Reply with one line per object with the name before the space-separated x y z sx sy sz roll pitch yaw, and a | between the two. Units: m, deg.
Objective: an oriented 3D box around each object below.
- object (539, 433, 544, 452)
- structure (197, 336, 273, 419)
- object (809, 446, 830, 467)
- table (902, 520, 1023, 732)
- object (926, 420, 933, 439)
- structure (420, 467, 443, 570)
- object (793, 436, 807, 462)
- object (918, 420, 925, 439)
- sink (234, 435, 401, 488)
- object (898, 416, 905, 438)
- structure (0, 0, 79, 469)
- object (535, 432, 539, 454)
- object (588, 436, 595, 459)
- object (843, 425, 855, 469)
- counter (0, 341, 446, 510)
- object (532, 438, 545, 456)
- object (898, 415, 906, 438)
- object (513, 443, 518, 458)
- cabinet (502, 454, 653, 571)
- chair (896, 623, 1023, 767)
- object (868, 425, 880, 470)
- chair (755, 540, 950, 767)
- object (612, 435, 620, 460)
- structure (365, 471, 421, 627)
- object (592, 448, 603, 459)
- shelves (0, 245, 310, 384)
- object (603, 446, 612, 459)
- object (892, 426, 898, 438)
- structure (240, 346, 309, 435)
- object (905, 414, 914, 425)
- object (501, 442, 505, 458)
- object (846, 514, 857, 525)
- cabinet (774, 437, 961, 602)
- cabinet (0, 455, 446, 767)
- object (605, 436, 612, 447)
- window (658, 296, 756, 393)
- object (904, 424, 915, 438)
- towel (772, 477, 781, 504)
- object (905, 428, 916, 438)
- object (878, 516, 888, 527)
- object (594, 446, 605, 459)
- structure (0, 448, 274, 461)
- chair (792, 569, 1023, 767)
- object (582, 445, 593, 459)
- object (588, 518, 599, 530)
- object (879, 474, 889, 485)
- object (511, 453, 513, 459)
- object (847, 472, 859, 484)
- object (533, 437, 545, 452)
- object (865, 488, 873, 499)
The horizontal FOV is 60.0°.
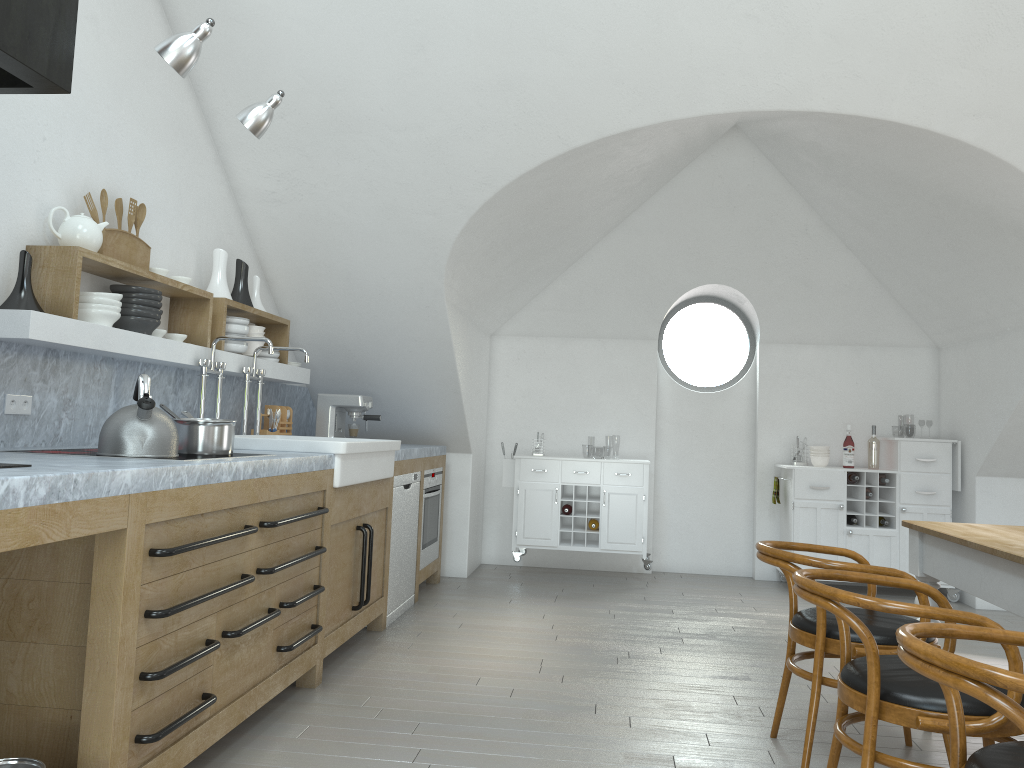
object | 0.230 0.465 6.942 0.039 0.164 0.024 1 -5 19
structure | -1.310 0.042 4.194 0.332 0.531 0.213 3 -5 -13
object | 2.327 0.549 6.703 0.154 0.160 0.157 0 -5 35
table | 1.876 0.873 1.841 1.018 0.801 3.341 2 -3 7
object | 3.134 0.345 6.656 0.046 0.143 0.046 1 -5 18
structure | -0.827 0.875 5.975 0.631 0.638 0.631 2 -4 7
object | 2.256 0.513 6.940 0.115 0.209 0.065 2 -5 9
object | 3.065 0.340 6.632 0.046 0.143 0.046 1 -5 18
sink | -1.019 0.365 4.342 0.727 0.202 1.018 2 -3 7
object | 2.919 0.324 6.647 0.048 0.170 0.048 -1 -6 39
structure | -1.539 -0.780 1.809 0.780 1.889 1.073 2 -4 7
object | 0.200 0.463 6.961 0.039 0.175 0.054 2 -5 7
object | 0.601 0.484 6.750 0.048 0.170 0.048 3 -5 -6
object | 2.549 0.473 6.710 0.081 0.330 0.081 2 -5 3
counter | -1.294 0.007 3.345 0.961 0.621 6.561 2 -3 7
object | 0.208 0.498 6.952 0.101 0.138 0.066 2 -4 7
object | 2.983 0.329 6.778 0.054 0.179 0.054 2 -5 1
object | 0.005 0.580 6.723 0.088 0.269 0.029 -1 -5 33
cabinet | 0.498 0.958 6.734 1.134 0.791 0.495 2 -4 7
chair | 1.053 0.866 1.666 0.621 0.736 0.526 2 -4 3
object | 2.728 0.478 6.683 0.085 0.331 0.085 5 -5 -34
chair | 1.168 0.945 3.108 0.621 0.736 0.526 2 -4 3
object | 0.792 0.484 6.761 0.063 0.187 0.063 3 -5 -8
structure | -0.920 0.927 5.220 0.598 0.825 0.722 2 -4 7
object | 0.646 0.526 6.700 0.077 0.085 0.077 3 -4 -6
shelves | -1.539 -0.830 2.932 0.480 1.364 5.538 2 -3 1
object | 0.725 0.524 6.726 0.071 0.099 0.071 0 -5 30
object | 2.930 0.367 6.718 0.093 0.094 0.094 -1 -5 39
structure | -1.254 0.069 4.678 0.332 0.531 0.213 3 -5 -13
object | 3.046 0.328 6.789 0.063 0.187 0.063 3 -5 -7
object | -0.050 0.578 6.729 0.088 0.269 0.029 4 -5 -20
object | 2.563 1.010 6.633 0.156 0.086 0.330 2 -3 8
cabinet | 2.634 0.975 6.680 1.242 1.156 0.608 2 -4 7
cabinet | -1.314 0.823 3.203 1.004 1.024 6.414 2 -3 7
object | 0.740 0.488 6.797 0.054 0.179 0.054 4 -5 -16
window | 1.612 -0.327 7.384 0.900 0.902 0.060 2 -5 7
object | 2.945 0.353 6.567 0.081 0.105 0.081 -2 -6 45
towel | 2.030 0.817 6.815 0.049 0.204 0.149 2 -4 7
object | 2.983 0.369 6.643 0.077 0.085 0.077 1 -4 15
object | 2.734 1.019 6.606 0.081 0.081 0.358 2 -3 5
object | 0.661 0.527 6.791 0.094 0.094 0.093 3 -4 -6
structure | -1.265 0.259 3.063 0.647 0.041 0.736 2 -3 7
chair | 1.076 0.905 2.393 0.621 0.736 0.526 2 -4 10
object | 0.565 0.511 6.674 0.082 0.105 0.081 1 -4 20
object | 0.614 1.053 6.655 0.082 0.083 0.316 2 -3 6
object | 2.750 0.715 6.625 0.087 0.085 0.359 2 -3 7
object | -0.002 0.642 6.747 0.038 0.263 0.038 -1 -6 39
object | 2.545 0.704 6.658 0.092 0.094 0.358 2 -3 7
object | 0.211 0.479 6.961 0.097 0.137 0.029 2 -5 10
object | 2.642 0.819 6.644 0.085 0.086 0.330 2 -3 6
